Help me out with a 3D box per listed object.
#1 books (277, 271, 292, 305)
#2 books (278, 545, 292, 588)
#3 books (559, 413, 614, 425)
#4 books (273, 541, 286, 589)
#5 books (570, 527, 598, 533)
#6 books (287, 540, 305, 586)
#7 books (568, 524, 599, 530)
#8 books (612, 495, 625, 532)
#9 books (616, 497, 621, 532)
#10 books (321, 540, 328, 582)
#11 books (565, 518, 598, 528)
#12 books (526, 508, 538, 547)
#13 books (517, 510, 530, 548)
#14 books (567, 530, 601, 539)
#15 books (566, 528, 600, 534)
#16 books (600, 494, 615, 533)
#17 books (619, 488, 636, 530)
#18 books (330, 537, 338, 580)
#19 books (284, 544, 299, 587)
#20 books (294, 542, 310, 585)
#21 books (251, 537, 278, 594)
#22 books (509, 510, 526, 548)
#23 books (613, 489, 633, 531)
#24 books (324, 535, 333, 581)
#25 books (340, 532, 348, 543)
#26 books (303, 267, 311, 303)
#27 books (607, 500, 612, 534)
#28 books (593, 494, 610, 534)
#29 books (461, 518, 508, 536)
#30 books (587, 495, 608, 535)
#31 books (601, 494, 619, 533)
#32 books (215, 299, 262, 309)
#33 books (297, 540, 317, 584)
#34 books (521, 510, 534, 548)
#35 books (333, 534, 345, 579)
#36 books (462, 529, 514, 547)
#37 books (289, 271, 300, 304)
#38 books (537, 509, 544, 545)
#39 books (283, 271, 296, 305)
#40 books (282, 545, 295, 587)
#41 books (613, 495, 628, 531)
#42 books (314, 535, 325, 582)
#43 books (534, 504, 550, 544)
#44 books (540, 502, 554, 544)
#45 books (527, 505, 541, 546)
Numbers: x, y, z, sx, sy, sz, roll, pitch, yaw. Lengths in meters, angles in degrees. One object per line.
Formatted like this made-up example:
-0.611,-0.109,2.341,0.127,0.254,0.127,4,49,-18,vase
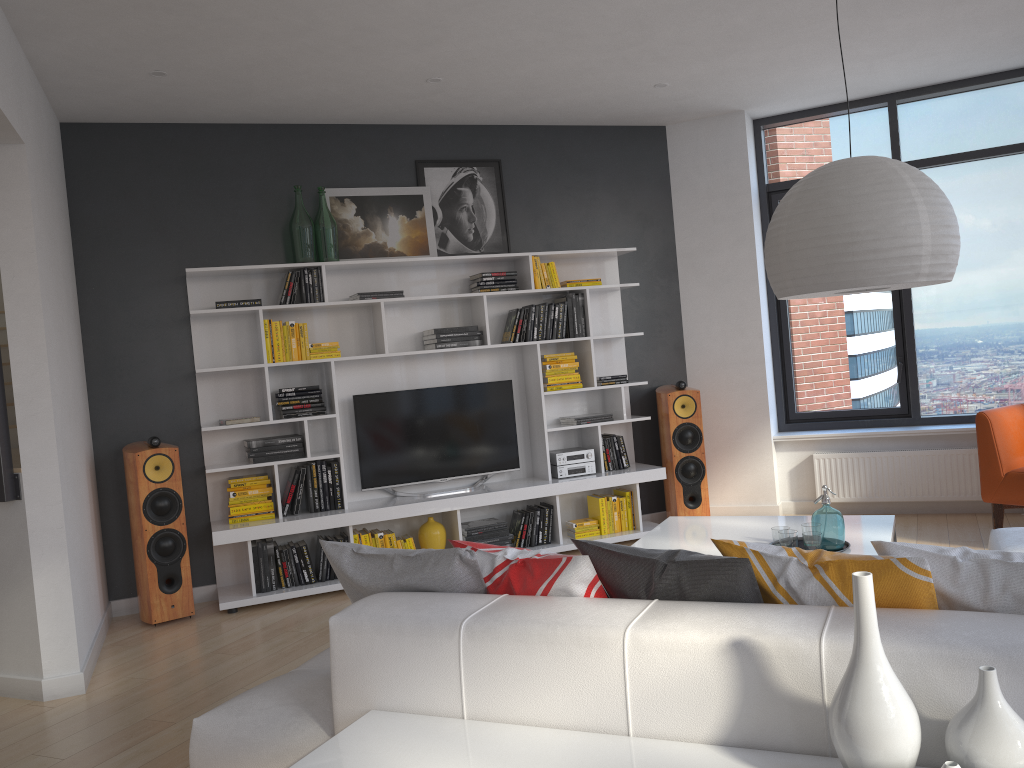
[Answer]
-1.433,-0.593,5.579,0.096,0.213,0.166,-6,2,-22,books
-1.410,1.126,5.483,0.053,0.240,0.189,-6,2,-20,books
0.525,0.249,6.292,0.310,0.047,0.250,-6,2,-24,books
-1.443,1.113,5.476,0.053,0.268,0.202,-6,2,-20,books
0.495,1.001,6.146,0.169,0.018,0.113,-6,2,-19,books
-1.339,1.111,5.506,0.066,0.255,0.193,-6,2,-20,books
0.494,0.985,6.162,0.187,0.014,0.134,-6,2,-20,books
0.740,0.911,6.257,0.024,0.234,0.172,-6,2,-20,books
0.716,0.911,6.252,0.023,0.239,0.169,-6,2,-20,books
-1.178,1.102,5.551,0.069,0.242,0.172,-6,2,-19,books
0.485,0.966,6.173,0.186,0.026,0.138,-6,2,-20,books
0.125,0.972,6.013,0.069,0.242,0.172,-6,2,-19,books
0.055,0.982,6.016,0.096,0.234,0.187,-6,2,-20,books
0.497,1.037,6.164,0.190,0.033,0.147,-6,2,-20,books
0.495,1.014,6.167,0.196,0.011,0.148,-6,2,-20,books
0.663,0.910,6.233,0.019,0.251,0.180,-6,2,-20,books
0.809,0.886,6.301,0.025,0.270,0.213,-6,2,-20,books
-1.135,1.094,5.580,0.071,0.243,0.179,-6,2,-21,books
-1.362,1.118,5.485,0.050,0.242,0.169,-6,2,-20,books
-1.308,1.113,5.508,0.066,0.242,0.177,-6,2,-20,books
-1.530,1.100,5.449,0.128,0.321,0.259,-6,2,-20,books
0.025,0.984,6.000,0.104,0.234,0.182,-6,2,-20,books
0.787,0.888,6.284,0.029,0.270,0.204,-6,2,-20,books
-1.164,1.092,5.583,0.075,0.254,0.192,-6,2,-21,books
-1.072,1.080,5.615,0.066,0.260,0.197,-6,2,-20,books
-1.309,-0.613,5.623,0.025,0.232,0.176,-6,2,-20,books
0.650,0.925,6.208,0.024,0.229,0.156,-6,2,-20,books
0.625,0.910,6.222,0.015,0.263,0.199,-6,2,-20,books
-0.216,0.961,5.968,0.310,0.047,0.250,-6,2,-24,books
0.597,0.915,6.209,0.044,0.255,0.198,-6,2,-20,books
0.689,0.908,6.240,0.035,0.250,0.185,-6,2,-20,books
-1.684,-0.484,5.471,0.268,0.046,0.208,-6,2,-16,books
-1.277,1.106,5.523,0.083,0.249,0.191,-6,2,-20,books
0.089,0.978,6.014,0.081,0.233,0.169,-6,2,-21,books
-1.103,1.088,5.603,0.084,0.249,0.191,-6,2,-20,books
-0.194,1.052,5.952,0.343,0.137,0.277,-6,2,-25,books
-1.374,-0.598,5.593,0.074,0.212,0.154,-6,2,-21,books
0.165,0.967,6.049,0.068,0.243,0.179,-6,2,-21,books
-1.405,-0.595,5.595,0.087,0.214,0.171,-6,2,-20,books
-1.385,1.124,5.485,0.049,0.236,0.170,-6,2,-19,books
0.764,0.909,6.269,0.024,0.234,0.172,-6,2,-20,books
-1.209,1.094,5.570,0.066,0.260,0.197,-6,2,-20,books
0.198,0.958,6.066,0.084,0.249,0.191,-6,2,-20,books
0.229,0.951,6.078,0.066,0.260,0.197,-6,2,-20,books
0.137,0.963,6.046,0.075,0.254,0.192,-6,2,-21,books
